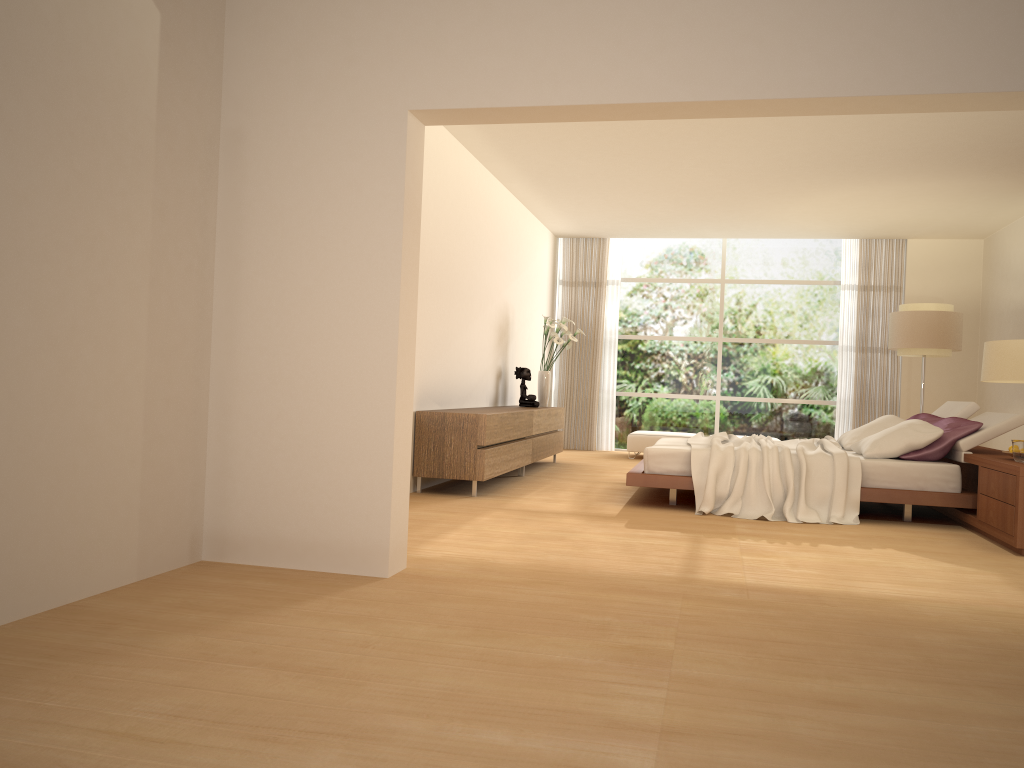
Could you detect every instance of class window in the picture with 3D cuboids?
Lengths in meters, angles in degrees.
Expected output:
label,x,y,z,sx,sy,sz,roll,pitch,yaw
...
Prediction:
label,x,y,z,sx,sy,sz,roll,pitch,yaw
window,3.007,-0.638,12.805,4.781,3.371,0.071,2,0,13

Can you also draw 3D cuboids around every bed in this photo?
label,x,y,z,sx,sy,sz,roll,pitch,yaw
bed,2.350,0.726,7.581,2.535,0.570,2.599,2,0,13

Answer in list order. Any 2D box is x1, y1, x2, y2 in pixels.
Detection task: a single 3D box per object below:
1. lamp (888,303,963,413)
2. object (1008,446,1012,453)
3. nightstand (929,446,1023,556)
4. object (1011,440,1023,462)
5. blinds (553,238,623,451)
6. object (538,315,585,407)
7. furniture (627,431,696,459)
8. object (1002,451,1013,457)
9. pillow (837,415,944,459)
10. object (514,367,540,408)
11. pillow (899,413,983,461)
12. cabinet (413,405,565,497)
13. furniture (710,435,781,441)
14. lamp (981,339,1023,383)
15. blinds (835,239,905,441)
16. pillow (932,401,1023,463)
label,x,y,z,sx,sy,sz,roll,pitch,yaw
lamp,4.726,0.105,10.205,0.817,2.018,0.817,2,0,-34
object,3.469,0.461,5.950,0.230,0.084,0.259,2,0,-17
nightstand,3.742,0.799,7.316,0.493,0.539,4.220,2,0,13
object,3.296,0.436,5.748,0.110,0.141,0.110,2,0,-35
blinds,1.096,-0.709,12.981,0.950,3.352,0.211,2,0,12
object,0.535,-0.268,10.444,0.515,1.085,0.608,2,0,-29
furniture,2.076,0.833,12.008,0.965,0.346,0.964,2,0,13
object,3.470,0.489,5.932,0.337,0.053,0.337,2,0,26
pillow,3.113,0.433,7.450,0.561,0.339,1.720,2,0,13
object,0.173,0.035,10.016,0.282,0.453,0.181,2,0,13
pillow,3.379,0.430,7.396,0.575,0.369,1.683,2,0,13
cabinet,-0.084,0.580,8.887,0.588,0.662,3.713,2,0,13
furniture,3.085,0.875,11.776,0.965,0.346,0.964,2,0,13
lamp,2.901,-1.204,4.916,0.451,2.399,0.451,2,0,11
blinds,4.865,-0.553,12.060,0.814,3.351,0.202,2,0,12
pillow,3.704,0.371,7.332,0.461,0.457,1.779,2,0,12
